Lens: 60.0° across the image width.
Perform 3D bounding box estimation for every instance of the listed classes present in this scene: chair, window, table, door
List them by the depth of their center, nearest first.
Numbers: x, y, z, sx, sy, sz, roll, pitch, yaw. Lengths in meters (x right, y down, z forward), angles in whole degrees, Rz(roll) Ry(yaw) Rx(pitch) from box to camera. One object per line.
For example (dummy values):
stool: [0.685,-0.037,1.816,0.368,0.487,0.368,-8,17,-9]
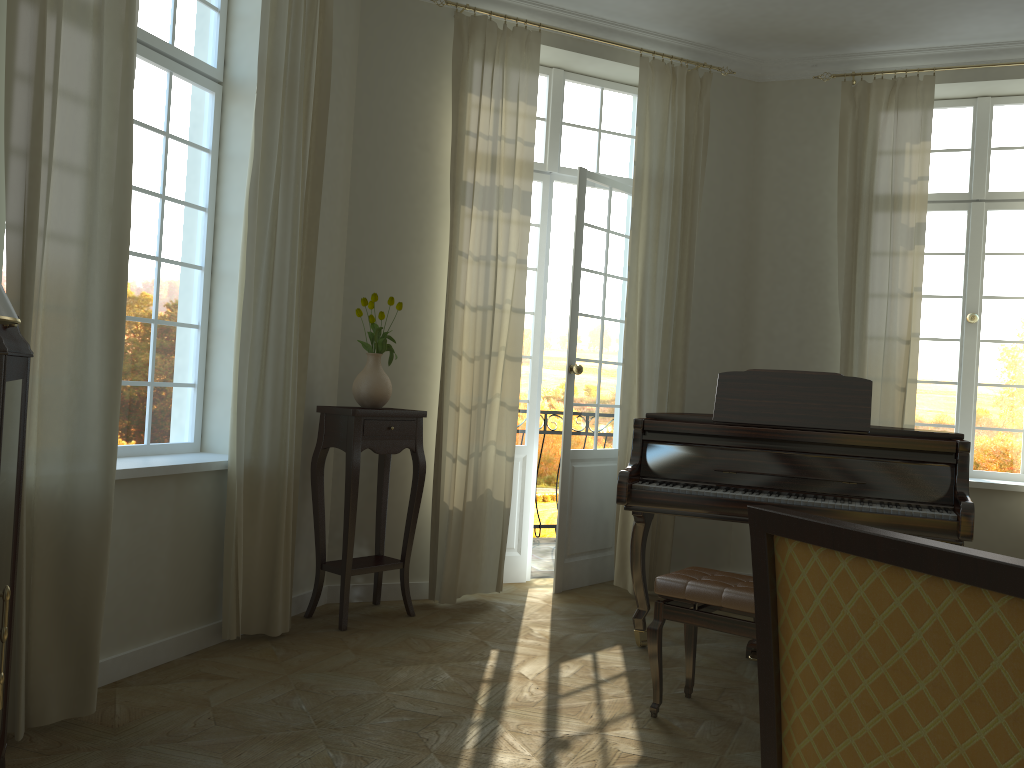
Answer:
chair: [0.961,0.786,1.101,0.680,1.083,1.389,4,0,-24]
chair: [0.886,1.060,3.496,0.638,0.563,0.385,3,0,36]
window: [-1.717,-0.941,3.777,0.181,2.550,1.400,3,0,21]
table: [-0.779,0.687,4.748,0.344,1.114,0.522,3,0,41]
door: [0.251,-0.032,5.690,1.385,2.690,0.425,4,0,-23]
window: [0.277,-1.738,5.867,1.380,0.680,0.055,4,0,-24]
window: [3.067,-0.645,5.894,1.400,2.550,0.181,3,0,21]

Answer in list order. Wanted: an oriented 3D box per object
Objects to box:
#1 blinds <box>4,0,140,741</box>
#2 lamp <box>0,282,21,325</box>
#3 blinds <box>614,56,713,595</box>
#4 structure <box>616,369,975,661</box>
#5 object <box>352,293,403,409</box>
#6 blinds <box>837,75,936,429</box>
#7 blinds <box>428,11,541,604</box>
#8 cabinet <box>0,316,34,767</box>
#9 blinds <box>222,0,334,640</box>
blinds: [-1.511,-0.520,3.020,0.162,3.385,0.554,3,0,26]
lamp: [-0.963,0.443,1.285,0.381,1.552,0.380,4,0,-19]
blinds: [0.967,-0.358,5.642,0.554,3.386,0.162,4,0,-29]
structure: [1.520,0.665,4.769,1.514,1.439,1.856,3,0,21]
object: [-0.728,-0.173,4.749,0.242,0.609,0.264,3,0,1]
blinds: [2.299,-0.279,5.657,0.554,3.384,0.162,3,0,26]
blinds: [-0.189,-0.425,5.185,0.552,3.386,0.159,4,0,-27]
cabinet: [-1.422,0.505,2.011,0.542,1.386,0.733,4,0,-24]
blinds: [-1.110,-0.488,4.197,0.159,3.381,0.552,3,0,24]
